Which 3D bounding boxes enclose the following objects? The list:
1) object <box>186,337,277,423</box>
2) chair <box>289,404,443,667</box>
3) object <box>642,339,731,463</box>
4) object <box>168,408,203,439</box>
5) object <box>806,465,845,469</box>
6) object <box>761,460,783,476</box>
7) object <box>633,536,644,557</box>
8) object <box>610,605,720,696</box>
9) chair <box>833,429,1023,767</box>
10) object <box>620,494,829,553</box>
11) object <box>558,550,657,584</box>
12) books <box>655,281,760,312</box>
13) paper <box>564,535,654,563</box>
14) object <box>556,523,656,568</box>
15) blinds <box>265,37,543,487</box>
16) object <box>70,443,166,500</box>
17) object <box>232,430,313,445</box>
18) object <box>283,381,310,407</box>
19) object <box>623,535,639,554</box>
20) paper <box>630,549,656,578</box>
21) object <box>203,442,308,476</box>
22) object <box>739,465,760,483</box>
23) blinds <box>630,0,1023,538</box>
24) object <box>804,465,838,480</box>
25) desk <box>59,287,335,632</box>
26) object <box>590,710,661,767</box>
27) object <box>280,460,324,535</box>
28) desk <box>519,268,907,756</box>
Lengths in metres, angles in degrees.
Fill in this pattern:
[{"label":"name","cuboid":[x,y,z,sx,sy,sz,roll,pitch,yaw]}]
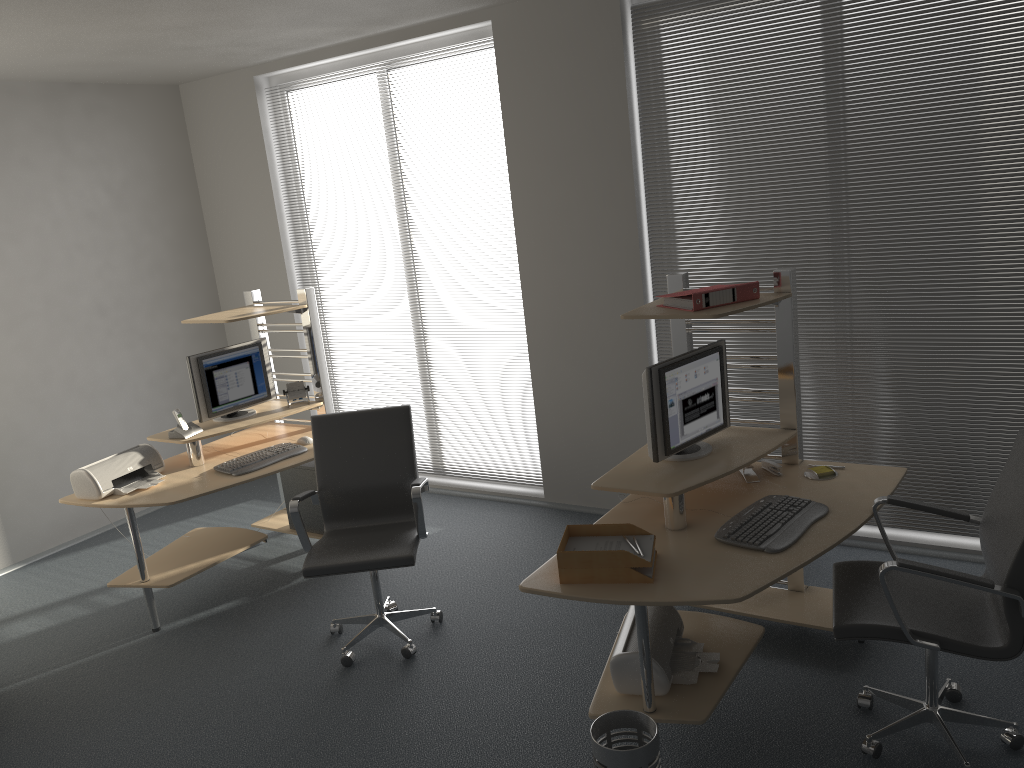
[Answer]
[{"label":"object","cuboid":[-1.630,-0.016,5.122,0.516,0.418,0.245,-18,17,-39]},{"label":"chair","cuboid":[-0.668,0.701,4.126,0.584,1.048,0.652,-7,13,0]},{"label":"object","cuboid":[0.680,0.072,3.592,0.516,0.418,0.245,-15,16,-32]},{"label":"object","cuboid":[-1.795,0.207,4.842,0.119,0.151,0.150,-2,14,20]},{"label":"object","cuboid":[1.310,0.345,3.707,0.158,0.011,0.011,1,15,31]},{"label":"object","cuboid":[1.092,0.349,3.729,0.022,0.042,0.134,-10,13,-13]},{"label":"object","cuboid":[0.423,0.546,2.973,0.008,0.009,0.159,-7,13,-2]},{"label":"object","cuboid":[0.566,0.938,3.202,0.351,0.162,0.438,-2,14,18]},{"label":"chair","cuboid":[1.422,0.725,2.975,0.652,1.048,0.584,-2,14,20]},{"label":"object","cuboid":[0.742,0.503,3.394,0.814,0.082,0.478,5,17,41]},{"label":"object","cuboid":[0.329,0.598,3.008,0.309,0.060,0.225,-4,13,13]},{"label":"books","cuboid":[0.788,-0.365,3.589,0.320,0.072,0.262,-12,14,-23]},{"label":"paper","cuboid":[0.325,0.560,2.999,0.297,0.010,0.210,-4,13,13]},{"label":"object","cuboid":[0.322,0.544,2.996,0.309,0.060,0.225,-4,13,13]},{"label":"blinds","cuboid":[-0.745,-0.700,5.947,1.950,2.749,0.037,2,16,34]},{"label":"object","cuboid":[-1.976,0.449,4.575,0.351,0.162,0.438,0,15,26]},{"label":"object","cuboid":[-1.392,0.316,5.249,0.742,0.088,0.168,3,16,36]},{"label":"object","cuboid":[-1.277,0.056,5.260,0.154,0.135,0.093,-11,14,-18]},{"label":"object","cuboid":[0.402,0.543,2.994,0.008,0.009,0.159,-9,13,-10]},{"label":"paper","cuboid":[0.331,0.610,3.011,0.297,0.019,0.210,-4,13,13]},{"label":"object","cuboid":[-1.552,0.405,4.959,0.814,0.082,0.478,5,17,41]},{"label":"object","cuboid":[0.988,0.355,3.709,0.054,0.064,0.159,-6,13,2]},{"label":"blinds","cuboid":[1.589,-0.610,4.401,1.950,2.770,0.022,2,16,34]},{"label":"object","cuboid":[1.266,0.358,3.637,0.132,0.026,0.132,2,16,34]},{"label":"desk","cuboid":[-1.523,0.372,4.818,0.967,1.566,1.469,2,16,34]},{"label":"object","cuboid":[0.367,1.249,2.781,0.208,0.377,0.208,-9,13,-12]},{"label":"object","cuboid":[-1.125,0.661,5.295,0.471,0.422,0.199,2,16,34]},{"label":"desk","cuboid":[0.804,0.461,3.274,0.967,1.566,1.469,2,16,34]}]
